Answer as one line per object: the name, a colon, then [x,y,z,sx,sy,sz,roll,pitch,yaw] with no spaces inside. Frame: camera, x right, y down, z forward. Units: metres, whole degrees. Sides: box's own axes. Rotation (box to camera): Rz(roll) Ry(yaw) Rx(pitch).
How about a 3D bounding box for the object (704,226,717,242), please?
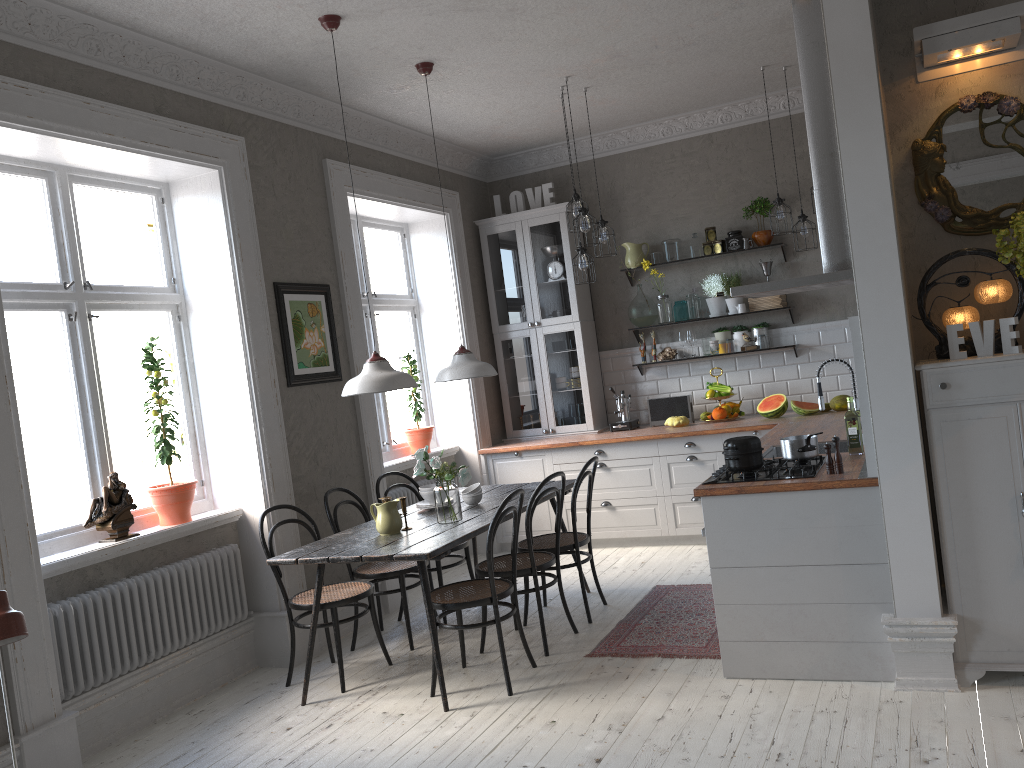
object: [1.579,-1.185,7.033,0.082,0.113,0.083,-7,1,4]

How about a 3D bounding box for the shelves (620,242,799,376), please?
shelves: [1.585,-0.559,7.125,1.296,0.923,0.232,-7,2,24]

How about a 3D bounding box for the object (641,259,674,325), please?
object: [1.173,-0.751,7.160,0.189,0.540,0.284,-7,2,17]

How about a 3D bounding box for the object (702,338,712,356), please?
object: [1.566,-0.299,7.101,0.079,0.139,0.078,-8,1,-3]

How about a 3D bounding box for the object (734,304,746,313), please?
object: [1.799,-0.591,6.935,0.064,0.071,0.104,-8,2,-35]

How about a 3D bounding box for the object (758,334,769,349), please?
object: [1.959,-0.331,6.912,0.077,0.108,0.079,-7,1,18]

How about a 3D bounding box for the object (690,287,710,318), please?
object: [1.537,-0.659,7.238,0.129,0.264,0.134,-7,2,30]

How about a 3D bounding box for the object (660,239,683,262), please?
object: [1.299,-1.074,7.184,0.175,0.184,0.169,-8,2,-26]

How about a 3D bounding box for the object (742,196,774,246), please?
object: [1.947,-1.260,6.881,0.246,0.397,0.255,-9,2,-41]

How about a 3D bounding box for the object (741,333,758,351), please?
object: [1.866,-0.337,6.972,0.119,0.147,0.100,-8,1,-8]

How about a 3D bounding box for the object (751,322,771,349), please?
object: [1.985,-0.386,7.023,0.156,0.213,0.155,-7,2,22]

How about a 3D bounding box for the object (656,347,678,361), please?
object: [1.268,-0.247,7.256,0.176,0.111,0.096,-7,1,1]

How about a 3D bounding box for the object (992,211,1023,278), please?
object: [2.099,-0.418,3.467,0.347,0.553,0.291,-8,2,-31]

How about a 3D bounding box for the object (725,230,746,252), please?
object: [1.773,-1.128,7.019,0.140,0.174,0.144,-7,2,24]

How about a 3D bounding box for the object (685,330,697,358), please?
object: [1.440,-0.322,7.116,0.081,0.217,0.082,-7,2,10]

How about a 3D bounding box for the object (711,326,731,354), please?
object: [1.689,-0.356,7.134,0.156,0.217,0.156,-7,1,4]

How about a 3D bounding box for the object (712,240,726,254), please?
object: [1.645,-1.080,7.022,0.081,0.113,0.084,-6,2,34]

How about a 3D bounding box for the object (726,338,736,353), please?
object: [1.737,-0.305,7.039,0.077,0.108,0.079,-7,1,18]

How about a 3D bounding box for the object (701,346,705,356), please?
object: [1.574,-0.274,7.182,0.076,0.083,0.079,-6,2,42]

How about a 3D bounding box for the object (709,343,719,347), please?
object: [1.610,-0.294,7.034,0.075,0.051,0.079,-6,2,43]

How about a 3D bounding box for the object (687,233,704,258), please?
object: [1.497,-1.118,7.200,0.141,0.220,0.138,-8,1,-16]

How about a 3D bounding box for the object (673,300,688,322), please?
object: [1.385,-0.593,7.241,0.124,0.172,0.128,-7,2,28]

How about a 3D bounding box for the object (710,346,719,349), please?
object: [1.612,-0.277,7.034,0.076,0.051,0.078,-7,1,17]

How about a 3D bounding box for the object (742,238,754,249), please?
object: [1.835,-1.094,6.885,0.092,0.096,0.076,-7,2,25]

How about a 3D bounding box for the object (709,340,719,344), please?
object: [1.606,-0.319,7.033,0.076,0.051,0.078,-7,1,10]

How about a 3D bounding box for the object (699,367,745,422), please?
object: [1.624,0.079,6.945,0.349,0.425,0.354,-7,1,9]

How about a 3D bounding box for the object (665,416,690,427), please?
object: [1.290,0.293,6.922,0.194,0.083,0.192,-7,1,25]

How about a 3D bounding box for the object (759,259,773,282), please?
object: [2.000,-0.835,6.925,0.130,0.288,0.131,-7,1,9]

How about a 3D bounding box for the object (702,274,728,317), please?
object: [1.651,-0.718,7.116,0.240,0.354,0.239,-6,2,42]

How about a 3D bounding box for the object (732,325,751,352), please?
object: [1.833,-0.369,7.081,0.150,0.214,0.170,-8,2,-36]

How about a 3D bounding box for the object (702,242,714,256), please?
object: [1.568,-1.071,7.060,0.081,0.113,0.084,-7,2,24]

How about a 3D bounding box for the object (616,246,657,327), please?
object: [1.027,-0.803,7.268,0.336,0.674,0.336,-8,1,-7]

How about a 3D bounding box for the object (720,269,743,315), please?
object: [1.746,-0.740,7.015,0.186,0.380,0.167,-8,2,-15]

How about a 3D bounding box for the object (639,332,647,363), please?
object: [1.089,-0.302,7.374,0.053,0.264,0.061,-8,2,-4]

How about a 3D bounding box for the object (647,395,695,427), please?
object: [1.280,0.218,7.145,0.346,0.226,0.089,-7,2,24]

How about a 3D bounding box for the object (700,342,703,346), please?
object: [1.570,-0.306,7.182,0.076,0.083,0.079,-6,2,42]

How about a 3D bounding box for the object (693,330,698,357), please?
object: [1.476,-0.328,7.200,0.081,0.217,0.082,-7,2,10]

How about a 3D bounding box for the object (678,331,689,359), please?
object: [1.400,-0.319,7.238,0.081,0.217,0.082,-7,2,10]

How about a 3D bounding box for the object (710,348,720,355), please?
object: [1.614,-0.259,7.035,0.076,0.051,0.078,-7,1,17]

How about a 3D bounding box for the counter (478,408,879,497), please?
counter: [0.803,0.440,5.775,3.112,0.039,3.443,-7,1,25]

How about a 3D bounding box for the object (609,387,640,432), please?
object: [0.885,0.195,7.217,0.202,0.370,0.359,-7,2,25]

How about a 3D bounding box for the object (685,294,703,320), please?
object: [1.456,-0.616,7.109,0.127,0.206,0.122,-9,2,-43]

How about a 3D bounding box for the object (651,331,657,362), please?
object: [1.176,-0.312,7.318,0.062,0.264,0.052,-8,2,-29]
